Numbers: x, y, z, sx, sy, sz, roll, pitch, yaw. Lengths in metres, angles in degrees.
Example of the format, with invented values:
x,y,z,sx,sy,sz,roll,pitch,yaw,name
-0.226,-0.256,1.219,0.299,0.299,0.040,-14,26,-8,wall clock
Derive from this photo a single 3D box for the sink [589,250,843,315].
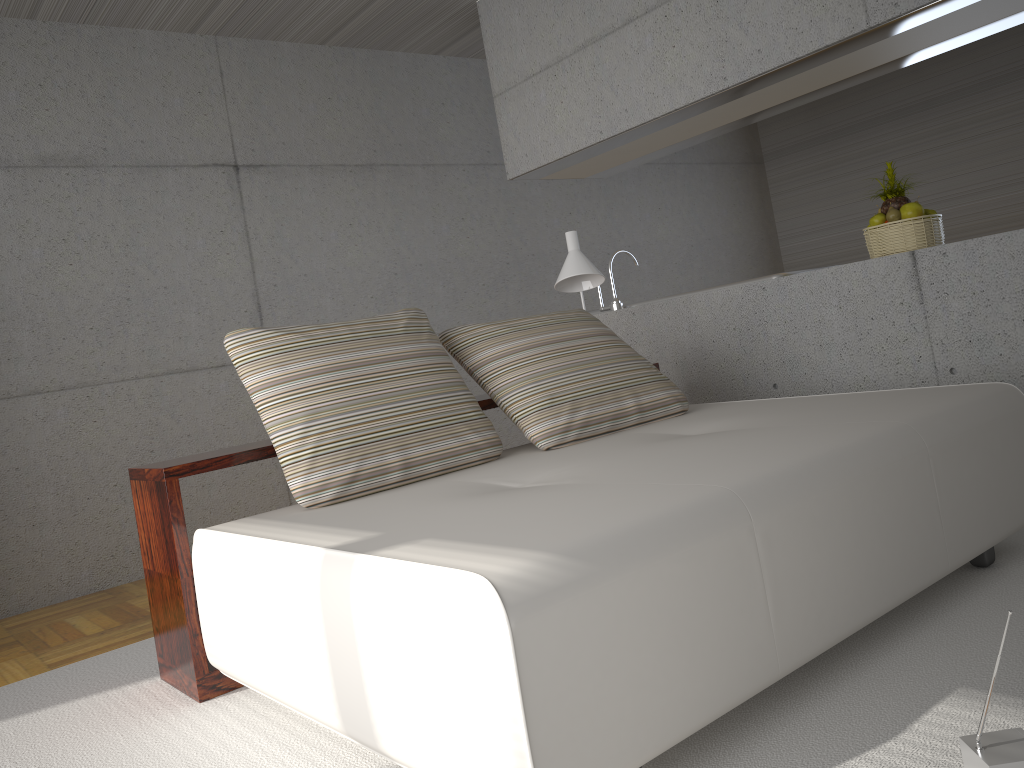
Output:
x,y,z,sx,sy,sz,roll,pitch,yaw,name
1.025,-0.582,5.144,0.771,0.541,1.690,-10,2,-38,sink

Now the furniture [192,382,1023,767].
x,y,z,sx,sy,sz,roll,pitch,yaw,name
0.357,0.472,2.749,2.183,0.523,1.601,-11,2,-38,furniture

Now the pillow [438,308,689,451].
x,y,z,sx,sy,sz,roll,pitch,yaw,name
0.217,-0.045,3.538,0.812,0.518,0.573,-11,1,-37,pillow

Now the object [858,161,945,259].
x,y,z,sx,sy,sz,roll,pitch,yaw,name
1.793,-0.819,4.107,0.331,0.443,0.371,-10,-1,38,object

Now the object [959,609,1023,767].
x,y,z,sx,sy,sz,roll,pitch,yaw,name
0.681,0.458,1.195,0.090,0.367,0.185,-10,-1,3,object

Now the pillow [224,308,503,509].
x,y,z,sx,sy,sz,roll,pitch,yaw,name
-0.487,0.045,3.049,0.806,0.611,0.486,-10,0,-39,pillow

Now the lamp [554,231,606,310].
x,y,z,sx,sy,sz,roll,pitch,yaw,name
0.356,-0.401,4.191,0.243,0.702,0.325,-11,-2,33,lamp

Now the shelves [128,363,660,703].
x,y,z,sx,sy,sz,roll,pitch,yaw,name
-0.253,0.447,3.539,2.265,0.717,0.397,-11,0,-38,shelves
